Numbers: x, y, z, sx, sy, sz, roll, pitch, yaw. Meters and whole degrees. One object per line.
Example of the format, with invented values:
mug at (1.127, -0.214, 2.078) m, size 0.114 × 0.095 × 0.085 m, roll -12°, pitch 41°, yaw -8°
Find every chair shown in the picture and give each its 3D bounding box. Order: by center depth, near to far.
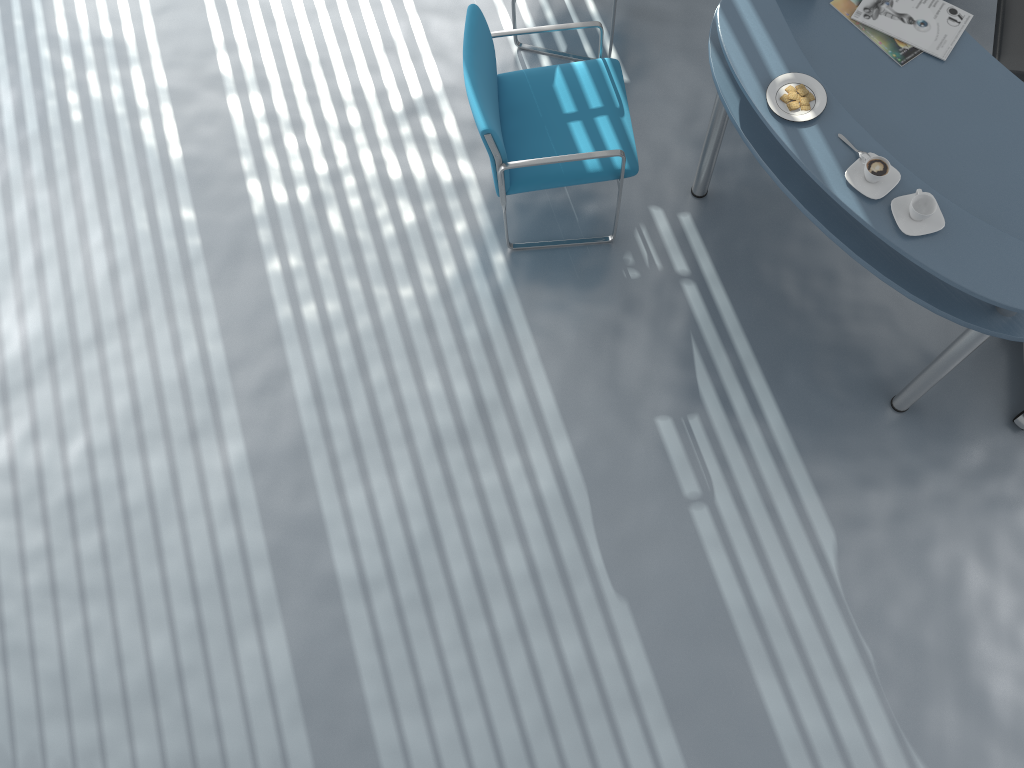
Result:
chair at (1.986, -1.208, 2.957) m, size 0.652 × 0.948 × 0.584 m, roll 13°, pitch 70°, yaw 7°
chair at (0.133, -0.877, 3.046) m, size 0.543 × 0.707 × 0.542 m, roll -6°, pitch 69°, yaw 0°
chair at (0.242, -1.687, 3.348) m, size 0.543 × 0.707 × 0.542 m, roll 13°, pitch 70°, yaw 7°

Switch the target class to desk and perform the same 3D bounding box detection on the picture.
desk at (1.303, -0.882, 2.890) m, size 1.402 × 0.900 × 2.282 m, roll -15°, pitch 69°, yaw -3°

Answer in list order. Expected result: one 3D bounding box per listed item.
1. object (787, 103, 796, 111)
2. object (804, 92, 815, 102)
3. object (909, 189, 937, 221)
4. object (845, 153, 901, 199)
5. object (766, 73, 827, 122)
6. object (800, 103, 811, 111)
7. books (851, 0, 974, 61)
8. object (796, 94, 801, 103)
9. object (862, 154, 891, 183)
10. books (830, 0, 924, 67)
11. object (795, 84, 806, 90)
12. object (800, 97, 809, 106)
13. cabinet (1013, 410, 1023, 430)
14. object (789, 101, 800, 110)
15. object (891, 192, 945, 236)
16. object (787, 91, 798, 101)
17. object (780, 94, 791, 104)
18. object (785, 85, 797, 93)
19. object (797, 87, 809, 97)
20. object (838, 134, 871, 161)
object at (0.752, -0.744, 2.375) m, size 0.027 × 0.005 × 0.025 m, roll -18°, pitch 70°, yaw -4°
object at (0.799, -0.771, 2.383) m, size 0.025 × 0.005 × 0.027 m, roll -23°, pitch 70°, yaw -6°
object at (1.026, -0.442, 2.222) m, size 0.062 × 0.049 × 0.078 m, roll 28°, pitch 73°, yaw 12°
object at (0.928, -0.533, 2.286) m, size 0.119 × 0.016 × 0.119 m, roll -41°, pitch 73°, yaw -12°
object at (0.763, -0.768, 2.383) m, size 0.162 × 0.011 × 0.162 m, roll -37°, pitch 72°, yaw -11°
object at (0.785, -0.742, 2.373) m, size 0.027 × 0.005 × 0.025 m, roll -2°, pitch 69°, yaw 2°
books at (1.191, -1.093, 2.641) m, size 0.300 × 0.010 × 0.200 m, roll 32°, pitch 74°, yaw 13°
object at (0.772, -0.768, 2.383) m, size 0.025 × 0.005 × 0.027 m, roll -6°, pitch 69°, yaw 0°
object at (0.927, -0.549, 2.267) m, size 0.062 × 0.049 × 0.078 m, roll -1°, pitch 69°, yaw 2°
books at (1.127, -1.092, 2.645) m, size 0.200 × 0.005 × 0.300 m, roll -35°, pitch 72°, yaw -10°
object at (0.781, -0.798, 2.394) m, size 0.025 × 0.005 × 0.027 m, roll -22°, pitch 70°, yaw -6°
object at (0.783, -0.757, 2.374) m, size 0.025 × 0.005 × 0.027 m, roll 0°, pitch 69°, yaw 3°
cabinet at (1.890, -0.173, 2.753) m, size 0.383 × 0.605 × 0.559 m, roll 10°, pitch 70°, yaw 6°
object at (0.755, -0.745, 2.371) m, size 0.027 × 0.005 × 0.025 m, roll -11°, pitch 69°, yaw -2°
object at (1.024, -0.427, 2.242) m, size 0.119 × 0.016 × 0.119 m, roll -12°, pitch 69°, yaw -2°
object at (0.754, -0.774, 2.382) m, size 0.025 × 0.005 × 0.027 m, roll 13°, pitch 70°, yaw 7°
object at (0.737, -0.768, 2.385) m, size 0.025 × 0.005 × 0.027 m, roll -42°, pitch 73°, yaw -12°
object at (0.753, -0.793, 2.394) m, size 0.025 × 0.005 × 0.027 m, roll -38°, pitch 72°, yaw -11°
object at (0.783, -0.787, 2.385) m, size 0.027 × 0.005 × 0.025 m, roll -33°, pitch 71°, yaw -10°
object at (0.895, -0.618, 2.316) m, size 0.025 × 0.021 × 0.119 m, roll -33°, pitch 71°, yaw -9°
